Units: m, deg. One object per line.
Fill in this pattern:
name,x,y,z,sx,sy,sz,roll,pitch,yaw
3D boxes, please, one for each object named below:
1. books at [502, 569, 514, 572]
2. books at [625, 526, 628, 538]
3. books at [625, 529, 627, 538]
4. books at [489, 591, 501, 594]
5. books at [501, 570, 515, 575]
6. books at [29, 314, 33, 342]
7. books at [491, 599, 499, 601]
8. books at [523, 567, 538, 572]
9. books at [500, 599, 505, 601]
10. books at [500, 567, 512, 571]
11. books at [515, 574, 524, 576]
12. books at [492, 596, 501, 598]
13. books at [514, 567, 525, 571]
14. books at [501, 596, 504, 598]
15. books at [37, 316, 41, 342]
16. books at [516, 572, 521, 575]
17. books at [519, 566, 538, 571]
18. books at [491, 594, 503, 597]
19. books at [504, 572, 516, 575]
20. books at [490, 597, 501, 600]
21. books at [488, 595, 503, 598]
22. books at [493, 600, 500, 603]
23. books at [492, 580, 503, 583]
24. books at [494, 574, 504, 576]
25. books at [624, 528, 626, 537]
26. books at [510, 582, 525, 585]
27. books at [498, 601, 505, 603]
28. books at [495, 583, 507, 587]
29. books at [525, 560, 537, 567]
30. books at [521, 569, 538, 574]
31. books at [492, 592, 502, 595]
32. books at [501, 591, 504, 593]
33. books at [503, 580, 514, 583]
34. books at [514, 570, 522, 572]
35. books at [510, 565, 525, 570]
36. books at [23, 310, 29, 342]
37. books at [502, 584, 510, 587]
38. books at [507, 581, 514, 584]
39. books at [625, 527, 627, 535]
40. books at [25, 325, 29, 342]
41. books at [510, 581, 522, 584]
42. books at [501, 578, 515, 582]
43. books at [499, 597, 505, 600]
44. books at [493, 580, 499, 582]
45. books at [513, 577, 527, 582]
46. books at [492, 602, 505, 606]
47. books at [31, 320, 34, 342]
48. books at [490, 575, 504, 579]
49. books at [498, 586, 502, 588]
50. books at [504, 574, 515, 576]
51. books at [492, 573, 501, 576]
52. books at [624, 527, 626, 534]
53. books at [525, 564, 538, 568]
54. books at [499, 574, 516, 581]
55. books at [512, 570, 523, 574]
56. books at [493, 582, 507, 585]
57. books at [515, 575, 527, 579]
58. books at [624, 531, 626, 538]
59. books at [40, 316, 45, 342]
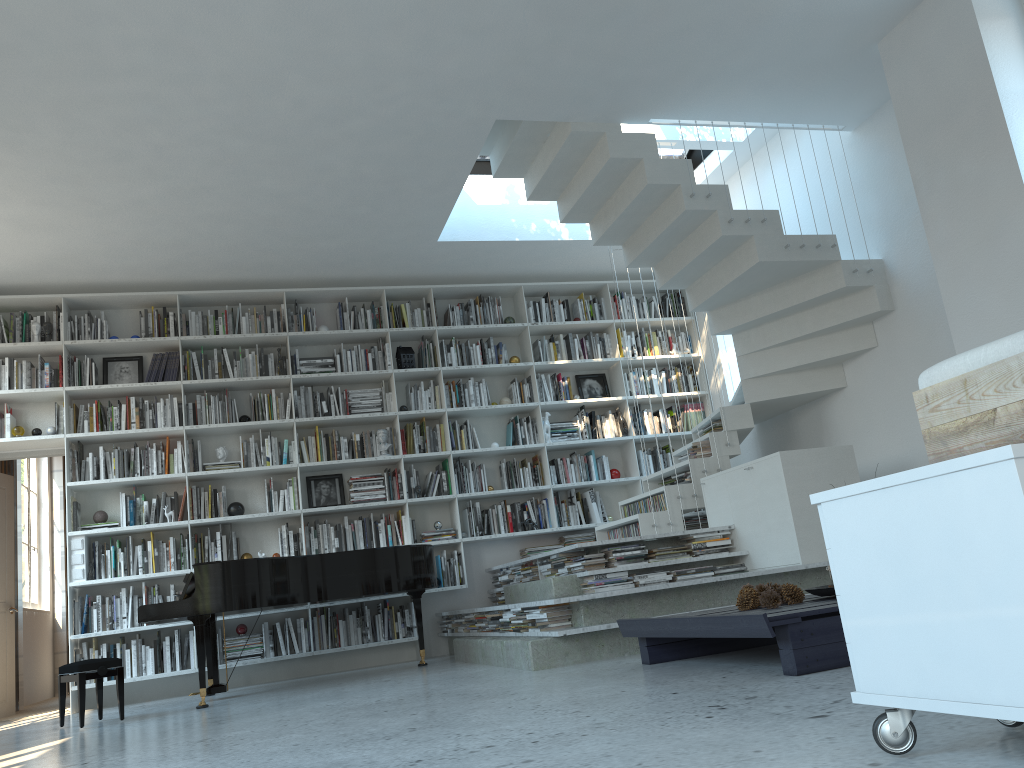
books,0.029,1.508,7.205,0.159,0.007,0.286,-3,-14,-18
books,0.914,1.116,6.609,0.125,0.125,0.010,-4,-14,-18
books,0.910,1.120,6.623,0.125,0.125,0.007,-4,-14,-18
books,-0.084,1.748,7.458,0.174,0.009,0.240,-4,-14,-16
books,0.029,1.520,7.201,0.163,0.018,0.290,-3,-14,-18
books,-3.769,-0.392,6.967,0.013,0.274,0.159,-4,-14,-18
books,-0.071,1.803,7.447,0.170,0.012,0.215,-3,-14,-17
books,0.190,1.384,6.646,0.161,0.012,0.255,-4,-14,-14
books,0.020,1.733,7.156,0.160,0.014,0.268,-3,-14,-18
books,0.016,1.496,7.204,0.171,0.020,0.194,-2,-15,-22
books,0.127,1.479,6.913,0.150,0.013,0.216,-3,-14,-17
books,-0.073,1.783,7.452,0.152,0.005,0.243,-4,-14,-14
books,0.116,1.437,6.921,0.149,0.013,0.220,-4,-14,-15
books,0.017,1.706,7.162,0.159,0.009,0.229,-4,-14,-16
books,-3.706,-0.387,6.979,0.021,0.253,0.179,-4,-14,-18
books,0.122,1.467,6.915,0.144,0.013,0.221,-4,-14,-15
books,0.182,1.375,6.647,0.187,0.009,0.261,-3,-14,-18
books,-0.077,1.770,7.454,0.159,0.009,0.211,-4,-14,-14
books,0.032,1.535,7.198,0.143,0.012,0.264,-5,-14,-13
books,-0.069,1.791,7.451,0.158,0.012,0.279,-3,-14,-18
books,-0.083,1.778,7.450,0.184,0.006,0.263,-4,-14,-16
books,-0.058,1.815,7.448,0.147,0.014,0.293,-3,-14,-17
books,-0.050,1.653,7.457,0.179,0.012,0.262,-3,-14,-17
books,-0.053,1.603,7.469,0.167,0.008,0.235,-3,-14,-18
books,0.906,1.125,6.638,0.125,0.125,0.008,-4,-14,-18
books,0.117,1.543,6.892,0.183,0.012,0.297,-3,-14,-18
books,0.004,1.745,7.148,0.187,0.009,0.261,-4,-14,-15
books,-0.041,1.684,7.451,0.163,0.017,0.233,-4,-14,-16
books,0.192,1.343,6.658,0.139,0.028,0.262,-5,-14,-13
books,0.189,1.399,6.642,0.179,0.017,0.294,-4,-14,-16
books,-0.077,1.759,7.457,0.152,0.015,0.208,-5,-14,-13
books,0.014,1.669,7.172,0.149,0.014,0.229,-3,-14,-19
books,0.039,1.588,7.186,0.152,0.009,0.260,-3,-14,-20
books,0.118,1.448,6.918,0.160,0.010,0.180,-3,-14,-17
books,0.102,1.424,6.920,0.164,0.015,0.243,-2,-15,-22
books,-3.815,-0.408,6.961,0.029,0.314,0.129,-4,-14,-18
books,0.038,1.621,7.177,0.173,0.016,0.234,-3,-14,-18
books,0.053,1.602,7.187,0.131,0.021,0.241,-4,-14,-16
books,0.912,1.119,6.617,0.125,0.125,0.007,-4,-14,-18
books,-3.779,-0.351,6.945,0.024,0.187,0.160,-4,-14,-18
books,0.111,1.532,6.894,0.190,0.012,0.236,-3,-14,-19
books,0.034,1.580,7.187,0.163,0.008,0.295,-3,-14,-19
books,0.006,1.719,7.156,0.180,0.016,0.183,-3,-14,-20
books,-0.045,1.643,7.461,0.156,0.009,0.288,-3,-14,-19
books,0.117,1.515,6.900,0.164,0.023,0.242,-4,-14,-14
books,-0.065,1.836,7.440,0.163,0.019,0.188,-3,-14,-18
books,-3.749,-0.370,6.966,0.021,0.226,0.157,-4,-14,-18
books,-0.061,1.614,7.464,0.171,0.015,0.253,-2,-15,-22
books,-0.026,1.698,7.452,0.134,0.014,0.182,-3,-14,-20
books,0.027,1.544,7.194,0.171,0.007,0.207,-4,-14,-16
books,-0.054,1.593,7.472,0.159,0.011,0.246,-3,-14,-20
books,0.908,1.123,6.631,0.125,0.125,0.007,-4,-14,-18
books,0.206,1.363,6.657,0.128,0.013,0.297,-3,-14,-19
books,0.019,1.563,7.187,0.189,0.030,0.238,-3,-14,-20
books,0.113,1.457,6.915,0.167,0.008,0.235,-3,-14,-18
books,-0.052,1.668,7.452,0.175,0.017,0.266,-4,-14,-15
books,0.125,1.494,6.908,0.154,0.018,0.221,-3,-14,-18
books,0.904,1.126,6.644,0.125,0.125,0.007,-4,-14,-18
books,-3.682,-0.392,6.984,0.027,0.258,0.147,-4,-14,-18
